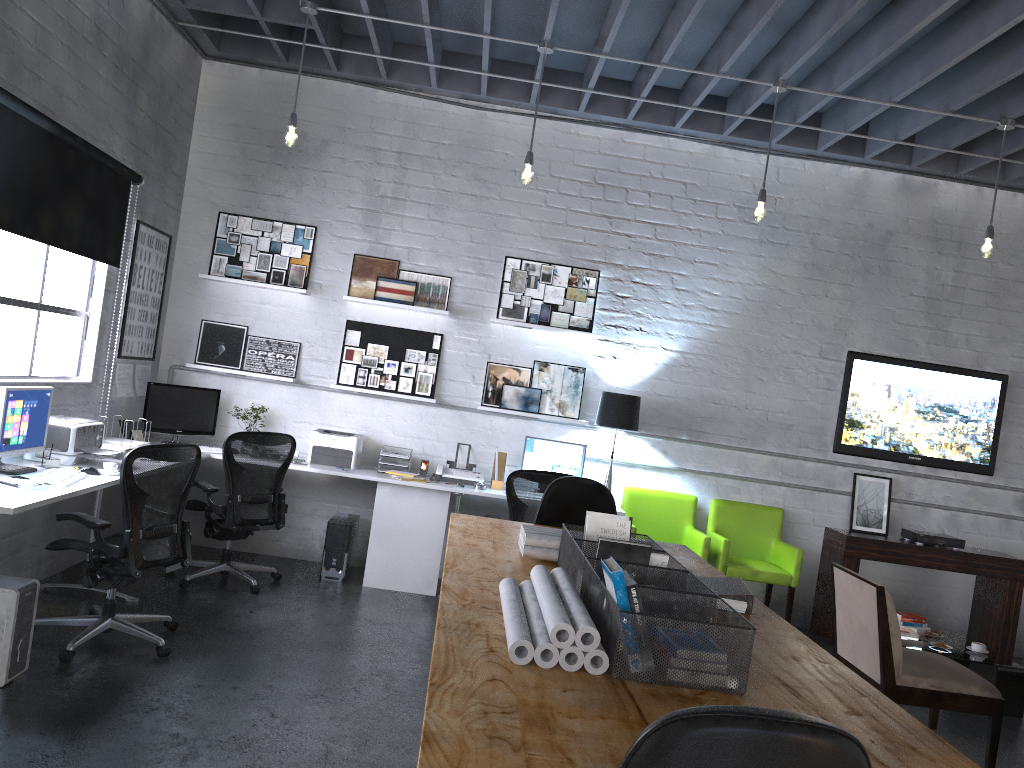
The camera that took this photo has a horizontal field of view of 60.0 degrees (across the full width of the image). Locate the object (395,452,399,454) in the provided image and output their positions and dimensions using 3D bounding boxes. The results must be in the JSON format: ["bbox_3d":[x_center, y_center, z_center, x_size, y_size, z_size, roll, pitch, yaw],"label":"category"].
[{"bbox_3d":[-0.867,0.517,6.663,0.011,0.010,0.126,8,0,6],"label":"object"}]

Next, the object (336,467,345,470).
[{"bbox_3d":[-1.220,0.604,6.326,0.075,0.016,0.017,8,0,22],"label":"object"}]

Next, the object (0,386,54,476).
[{"bbox_3d":[-2.424,0.213,4.285,0.212,0.417,0.465,8,0,-3],"label":"object"}]

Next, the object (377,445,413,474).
[{"bbox_3d":[-0.873,0.574,6.645,0.229,0.180,0.316,8,0,-3],"label":"object"}]

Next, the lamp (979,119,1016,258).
[{"bbox_3d":[3.083,-1.236,5.648,0.104,0.878,0.104,9,1,41],"label":"lamp"}]

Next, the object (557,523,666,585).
[{"bbox_3d":[0.333,0.602,3.055,0.316,0.156,0.306,8,0,-3],"label":"object"}]

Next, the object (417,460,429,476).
[{"bbox_3d":[-0.663,0.633,6.699,0.093,0.116,0.067,8,0,-3],"label":"object"}]

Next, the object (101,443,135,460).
[{"bbox_3d":[-2.491,0.387,5.322,0.392,0.064,0.259,8,0,-3],"label":"object"}]

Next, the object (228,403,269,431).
[{"bbox_3d":[-1.971,0.320,6.625,0.270,0.363,0.297,9,0,42],"label":"object"}]

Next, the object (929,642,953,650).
[{"bbox_3d":[2.745,1.668,5.671,0.137,0.031,0.137,8,0,23],"label":"object"}]

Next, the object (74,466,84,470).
[{"bbox_3d":[-2.248,0.443,4.634,0.076,0.016,0.017,8,0,-13],"label":"object"}]

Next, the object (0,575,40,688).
[{"bbox_3d":[-2.313,1.023,3.757,0.478,0.411,0.200,8,0,-3],"label":"object"}]

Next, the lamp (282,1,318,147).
[{"bbox_3d":[-1.299,-1.884,5.421,0.104,0.878,0.104,8,1,-3],"label":"lamp"}]

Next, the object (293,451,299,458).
[{"bbox_3d":[-1.653,0.524,6.648,0.105,0.052,0.023,8,0,-3],"label":"object"}]

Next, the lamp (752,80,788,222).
[{"bbox_3d":[1.613,-1.454,5.571,0.104,0.878,0.104,8,1,-3],"label":"lamp"}]

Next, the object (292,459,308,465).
[{"bbox_3d":[-1.523,0.557,6.348,0.103,0.021,0.131,9,0,-23],"label":"object"}]

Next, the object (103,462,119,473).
[{"bbox_3d":[-2.105,0.440,4.654,0.078,0.049,0.062,8,0,-33],"label":"object"}]

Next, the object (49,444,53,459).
[{"bbox_3d":[-2.378,0.368,4.567,0.013,0.124,0.006,8,1,-29],"label":"object"}]

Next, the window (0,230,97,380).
[{"bbox_3d":[-2.590,-0.630,4.642,0.030,1.220,1.821,8,0,-3],"label":"window"}]

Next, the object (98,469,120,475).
[{"bbox_3d":[-2.115,0.463,4.650,0.119,0.016,0.119,8,0,15],"label":"object"}]

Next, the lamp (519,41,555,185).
[{"bbox_3d":[0.148,-1.670,5.496,0.104,0.878,0.104,8,1,-3],"label":"lamp"}]

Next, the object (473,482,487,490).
[{"bbox_3d":[-0.229,0.733,6.398,0.095,0.050,0.095,8,0,-35],"label":"object"}]

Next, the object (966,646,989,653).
[{"bbox_3d":[2.987,1.712,5.688,0.131,0.016,0.131,8,0,4],"label":"object"}]

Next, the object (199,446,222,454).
[{"bbox_3d":[-2.213,0.451,6.179,0.422,0.028,0.180,9,0,-43],"label":"object"}]

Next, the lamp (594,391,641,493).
[{"bbox_3d":[0.764,0.486,6.684,0.334,0.832,0.333,8,1,-41],"label":"lamp"}]

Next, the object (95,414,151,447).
[{"bbox_3d":[-2.492,0.318,5.661,0.324,0.208,0.233,8,0,-3],"label":"object"}]

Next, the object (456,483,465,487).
[{"bbox_3d":[-0.371,0.729,6.376,0.017,0.016,0.076,8,0,-43],"label":"object"}]

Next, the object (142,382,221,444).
[{"bbox_3d":[-2.406,0.222,6.425,0.146,0.427,0.560,9,0,34],"label":"object"}]

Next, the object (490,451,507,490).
[{"bbox_3d":[-0.098,0.649,6.673,0.087,0.259,0.236,8,0,-3],"label":"object"}]

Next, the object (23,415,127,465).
[{"bbox_3d":[-2.359,0.320,4.902,0.485,0.230,0.420,8,0,-3],"label":"object"}]

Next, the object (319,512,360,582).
[{"bbox_3d":[-1.264,1.193,6.527,0.180,0.411,0.476,8,0,-3],"label":"object"}]

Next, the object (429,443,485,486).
[{"bbox_3d":[-0.396,0.594,6.663,0.405,0.280,0.399,8,0,-3],"label":"object"}]

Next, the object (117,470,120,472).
[{"bbox_3d":[-2.057,0.468,4.726,0.025,0.021,0.119,8,0,24],"label":"object"}]

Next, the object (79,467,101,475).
[{"bbox_3d":[-2.173,0.444,4.559,0.114,0.036,0.058,8,0,-13],"label":"object"}]

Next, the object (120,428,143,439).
[{"bbox_3d":[-2.560,0.341,5.993,0.155,0.141,0.088,8,0,12],"label":"object"}]

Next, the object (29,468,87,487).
[{"bbox_3d":[-2.183,0.445,4.264,0.181,0.028,0.421,8,0,-13],"label":"object"}]

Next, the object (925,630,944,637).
[{"bbox_3d":[2.855,1.682,6.030,0.151,0.040,0.151,8,0,15],"label":"object"}]

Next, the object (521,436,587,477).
[{"bbox_3d":[0.304,0.628,6.692,0.465,0.417,0.212,8,0,2],"label":"object"}]

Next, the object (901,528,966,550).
[{"bbox_3d":[3.241,1.197,6.837,0.371,0.082,0.266,8,0,-3],"label":"object"}]

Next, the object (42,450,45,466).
[{"bbox_3d":[-2.409,0.364,4.558,0.006,0.124,0.014,8,1,-37],"label":"object"}]

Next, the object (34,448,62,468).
[{"bbox_3d":[-2.399,0.383,4.584,0.082,0.090,0.090,8,0,22],"label":"object"}]

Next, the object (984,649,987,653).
[{"bbox_3d":[3.036,1.712,5.680,0.022,0.009,0.108,8,0,36],"label":"object"}]

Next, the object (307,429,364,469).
[{"bbox_3d":[-1.313,0.481,6.627,0.351,0.235,0.350,8,0,-3],"label":"object"}]

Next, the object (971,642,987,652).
[{"bbox_3d":[2.992,1.689,5.689,0.081,0.052,0.077,8,0,-45],"label":"object"}]
